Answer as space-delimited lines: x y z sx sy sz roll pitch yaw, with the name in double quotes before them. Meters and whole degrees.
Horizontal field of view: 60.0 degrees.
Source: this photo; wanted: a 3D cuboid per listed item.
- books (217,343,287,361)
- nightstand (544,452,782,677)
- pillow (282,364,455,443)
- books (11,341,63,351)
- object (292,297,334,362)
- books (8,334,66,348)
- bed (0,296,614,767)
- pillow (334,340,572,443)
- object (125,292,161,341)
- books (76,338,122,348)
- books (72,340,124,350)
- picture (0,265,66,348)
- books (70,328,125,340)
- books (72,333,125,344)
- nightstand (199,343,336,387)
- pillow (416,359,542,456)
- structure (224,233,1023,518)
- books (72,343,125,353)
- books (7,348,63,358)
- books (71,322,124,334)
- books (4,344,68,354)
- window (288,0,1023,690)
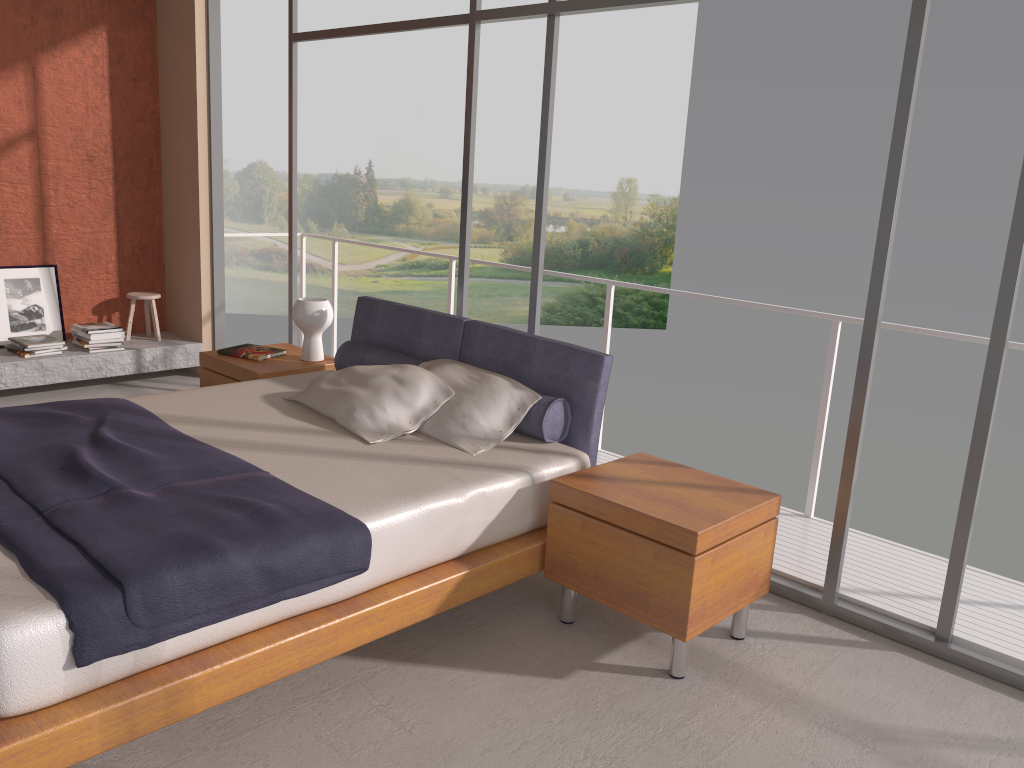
"books" -1.464 -0.180 5.006 0.287 0.025 0.247 9 14 23
"nightstand" 0.544 0.645 3.288 0.628 0.556 0.562 16 18 42
"pillow" -0.654 0.041 3.930 0.431 0.264 0.869 -7 17 -38
"books" -3.228 -0.271 6.032 0.247 0.025 0.287 -9 18 -43
"object" -1.104 -0.301 4.917 0.224 0.338 0.224 -6 16 -34
"books" -3.231 -0.292 6.030 0.328 0.018 0.247 14 17 39
"bed" -1.060 0.310 3.463 2.017 0.959 2.462 16 18 42
"pillow" -0.326 0.009 4.147 1.470 0.201 0.205 16 18 42
"object" -2.747 -0.505 6.660 0.260 0.349 0.257 6 14 12
"books" -2.928 -0.302 6.287 0.247 0.025 0.287 -6 16 -35
"books" -2.945 -0.287 6.311 0.287 0.018 0.247 15 18 41
"picture" -3.396 -0.548 6.207 0.117 0.550 0.458 16 18 42
"books" -2.936 -0.365 6.289 0.319 0.038 0.247 14 17 39
"books" -2.937 -0.333 6.296 0.247 0.027 0.328 -10 19 -44
"nightstand" -1.357 0.117 5.043 0.628 0.556 0.562 16 18 42
"pillow" -0.268 0.080 3.821 0.400 0.265 0.791 -9 18 -43
"structure" 0.807 0.085 4.442 7.689 1.005 0.728 16 18 42
"books" -2.941 -0.269 6.311 0.247 0.018 0.328 -10 19 -44
"books" -3.246 -0.226 6.035 0.287 0.025 0.247 14 17 38
"books" -2.938 -0.397 6.285 0.287 0.025 0.247 15 18 41
"books" -3.242 -0.252 6.045 0.328 0.018 0.247 10 15 27
"window" 0.726 -0.782 3.802 6.106 3.133 0.075 16 18 42
